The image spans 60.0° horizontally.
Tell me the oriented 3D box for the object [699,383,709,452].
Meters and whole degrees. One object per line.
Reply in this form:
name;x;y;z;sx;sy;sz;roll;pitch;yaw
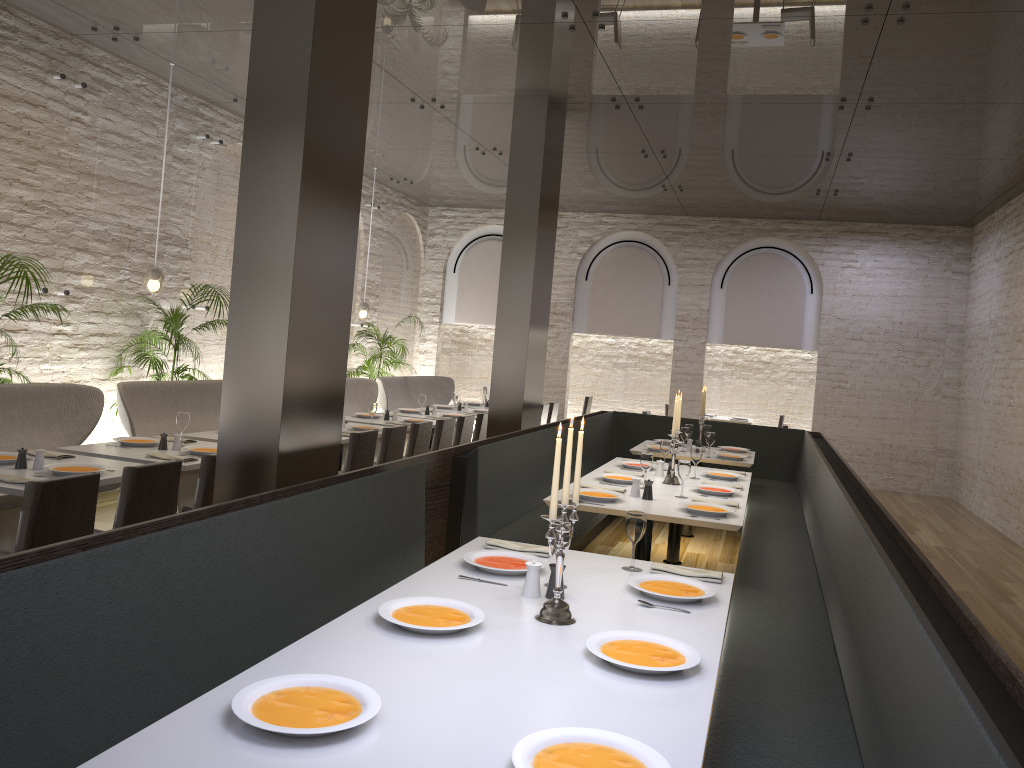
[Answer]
object;1.832;0.321;8.534;0.132;0.657;0.389;5;0;27

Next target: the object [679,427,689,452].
object;1.627;0.525;8.371;0.086;0.231;0.086;5;0;-38

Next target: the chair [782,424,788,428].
chair;3.262;0.957;11.512;0.566;0.906;0.411;5;0;16

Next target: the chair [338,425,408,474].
chair;-1.192;0.766;7.124;0.566;0.906;0.411;5;0;16

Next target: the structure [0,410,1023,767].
structure;0.611;0.970;4.560;2.374;1.000;10.743;5;2;16

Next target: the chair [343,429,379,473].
chair;-1.348;0.775;6.585;0.566;0.906;0.411;5;0;16

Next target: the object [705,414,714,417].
object;3.141;0.508;14.364;0.321;0.036;0.322;3;3;-39

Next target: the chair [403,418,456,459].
chair;-0.869;0.748;8.233;0.566;0.906;0.411;5;0;16

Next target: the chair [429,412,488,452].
chair;-0.546;0.730;9.345;0.566;0.906;0.411;5;0;16

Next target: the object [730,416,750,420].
object;3.655;0.557;14.212;0.321;0.036;0.322;3;3;-39

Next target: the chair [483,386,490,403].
chair;-0.224;0.516;15.336;0.566;0.906;0.411;5;0;16

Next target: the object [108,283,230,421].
object;-3.114;0.045;8.070;1.186;1.975;1.147;4;1;-43

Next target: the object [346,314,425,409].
object;-1.853;-0.024;12.361;1.145;1.975;1.189;5;1;-3

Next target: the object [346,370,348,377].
object;-2.555;0.013;10.001;1.143;1.975;1.190;4;1;-33

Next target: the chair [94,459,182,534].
chair;-1.995;0.811;4.357;0.566;0.906;0.411;5;0;16

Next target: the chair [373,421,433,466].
chair;-1.035;0.758;7.665;0.566;0.906;0.411;5;0;16

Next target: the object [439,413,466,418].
object;-0.675;0.363;10.151;0.321;0.036;0.322;3;3;-36

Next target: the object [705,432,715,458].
object;1.792;0.553;8.023;0.086;0.231;0.086;5;0;-38

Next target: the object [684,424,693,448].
object;1.754;0.518;8.807;0.086;0.231;0.086;5;0;-38

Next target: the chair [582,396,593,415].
chair;1.031;0.634;14.968;0.566;0.906;0.411;5;0;16

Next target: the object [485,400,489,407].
object;-0.344;0.264;12.324;0.059;0.109;0.059;4;1;-38

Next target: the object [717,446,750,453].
object;2.201;0.655;8.795;0.321;0.036;0.322;4;3;-26

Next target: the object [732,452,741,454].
object;2.147;0.665;8.623;0.181;0.015;0.038;5;2;18

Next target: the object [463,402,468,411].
object;-0.582;0.287;11.253;0.059;0.109;0.059;4;1;-38

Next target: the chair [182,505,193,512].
chair;-1.672;0.793;5.472;0.566;0.906;0.411;5;0;16

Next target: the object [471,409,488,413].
object;-0.367;0.346;11.210;0.321;0.036;0.322;3;3;-36

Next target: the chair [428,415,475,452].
chair;-0.711;0.740;8.779;0.566;0.906;0.411;5;0;16

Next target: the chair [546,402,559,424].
chair;0.320;0.682;12.326;0.566;0.906;0.411;5;0;16

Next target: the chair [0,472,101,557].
chair;-2.153;0.820;3.815;0.566;0.906;0.411;5;0;16

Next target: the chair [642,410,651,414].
chair;2.007;0.839;11.880;0.566;0.906;0.411;5;0;16

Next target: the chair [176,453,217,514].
chair;-1.830;0.802;4.928;0.566;0.906;0.411;5;0;16

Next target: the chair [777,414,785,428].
chair;4.012;0.915;14.096;0.566;0.906;0.411;5;0;16

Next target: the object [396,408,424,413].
object;-1.188;0.315;10.304;0.321;0.036;0.322;3;3;-36

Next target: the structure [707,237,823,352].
structure;3.857;-1.394;13.470;1.635;1.675;0.097;5;0;16

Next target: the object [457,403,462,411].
object;-0.662;0.282;11.229;0.059;0.109;0.059;4;1;-38

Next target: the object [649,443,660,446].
object;1.482;0.607;8.685;0.273;0.033;0.142;5;2;16

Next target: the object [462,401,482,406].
object;-0.563;0.280;12.457;0.321;0.036;0.322;3;3;-36

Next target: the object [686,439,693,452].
object;1.695;0.584;8.454;0.068;0.126;0.069;4;1;-32

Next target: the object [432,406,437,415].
object;-0.890;0.304;10.194;0.059;0.109;0.059;4;1;-38

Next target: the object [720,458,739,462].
object;1.938;0.677;7.906;0.181;0.015;0.038;5;2;18

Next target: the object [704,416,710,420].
object;2.290;0.496;10.446;0.086;0.231;0.086;5;0;-44

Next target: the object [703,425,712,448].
object;1.966;0.530;8.941;0.086;0.231;0.086;5;0;-14

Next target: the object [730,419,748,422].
object;3.553;0.569;13.867;0.273;0.033;0.142;5;2;16

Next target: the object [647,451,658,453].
object;1.320;0.622;8.063;0.185;0.010;0.017;5;2;16

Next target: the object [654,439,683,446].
object;1.595;0.598;8.975;0.322;0.036;0.321;5;2;12

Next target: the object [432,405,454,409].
object;-0.881;0.298;11.363;0.321;0.036;0.322;3;3;-36

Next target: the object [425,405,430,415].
object;-0.970;0.299;10.170;0.059;0.109;0.059;4;1;-38

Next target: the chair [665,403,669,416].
chair;2.757;0.797;14.463;0.566;0.906;0.411;5;0;16

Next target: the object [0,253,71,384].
object;-3.703;0.078;6.042;1.186;1.975;1.147;4;1;-43

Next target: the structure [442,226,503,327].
structure;-0.335;-1.789;14.696;1.635;1.675;0.097;5;0;16

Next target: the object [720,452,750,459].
object;2.095;0.671;8.337;0.273;0.033;0.142;5;2;16

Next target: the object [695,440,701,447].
object;1.765;0.592;8.409;0.068;0.126;0.069;4;1;-32

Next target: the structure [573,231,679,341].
structure;1.828;-1.585;14.063;1.635;1.675;0.097;5;0;16

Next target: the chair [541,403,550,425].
chair;0.159;0.691;11.772;0.566;0.906;0.411;5;0;16

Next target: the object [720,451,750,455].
object;2.139;0.669;8.486;0.273;0.033;0.142;5;2;16
